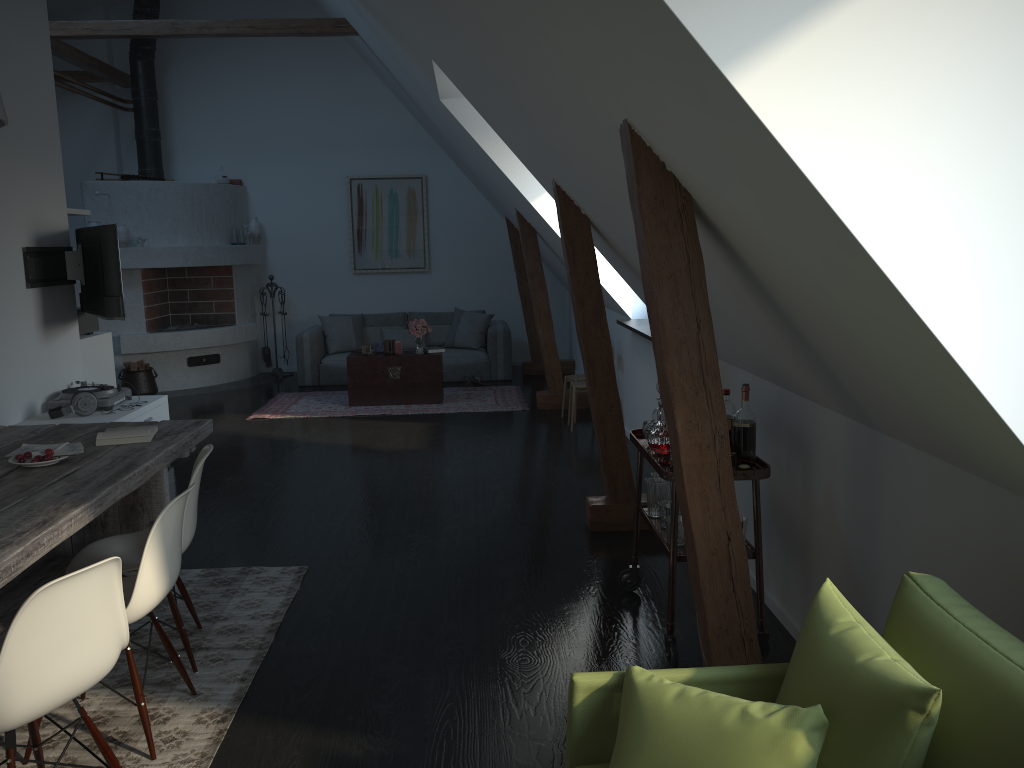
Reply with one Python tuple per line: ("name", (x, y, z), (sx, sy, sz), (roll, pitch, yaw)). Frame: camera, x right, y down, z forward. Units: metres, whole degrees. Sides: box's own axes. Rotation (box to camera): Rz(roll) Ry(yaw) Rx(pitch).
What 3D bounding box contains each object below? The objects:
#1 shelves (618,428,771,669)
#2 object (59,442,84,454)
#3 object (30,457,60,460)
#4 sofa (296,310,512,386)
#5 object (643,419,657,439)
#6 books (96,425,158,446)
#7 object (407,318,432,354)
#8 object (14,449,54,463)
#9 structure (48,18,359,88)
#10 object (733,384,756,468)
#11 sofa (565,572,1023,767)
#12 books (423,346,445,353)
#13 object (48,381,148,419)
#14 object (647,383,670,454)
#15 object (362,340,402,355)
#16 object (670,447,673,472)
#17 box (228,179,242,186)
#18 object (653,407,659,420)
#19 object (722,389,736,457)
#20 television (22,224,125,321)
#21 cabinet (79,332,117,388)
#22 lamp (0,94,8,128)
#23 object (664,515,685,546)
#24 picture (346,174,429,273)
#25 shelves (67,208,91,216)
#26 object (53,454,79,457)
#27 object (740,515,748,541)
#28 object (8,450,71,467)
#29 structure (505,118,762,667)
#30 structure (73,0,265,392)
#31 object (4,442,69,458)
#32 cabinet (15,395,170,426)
("shelves", (0.726, 0.612, 3.536), (0.438, 0.732, 0.803), (-2, 9, -6))
("object", (-1.757, 0.254, 3.428), (0.182, 0.014, 0.185), (-6, 10, -28))
("object", (-1.712, 0.273, 3.251), (0.110, 0.011, 0.058), (-1, 9, 1))
("sofa", (-1.244, -0.463, 10.540), (2.458, 0.770, 1.107), (-2, 9, -3))
("object", (0.651, 0.205, 3.624), (0.245, 0.092, 0.151), (3, 10, 26))
("books", (-1.584, 0.202, 3.656), (0.202, 0.042, 0.251), (-4, 9, -14))
("object", (-0.925, -0.484, 8.818), (0.234, 0.351, 0.235), (-9, 12, -42))
("object", (-1.741, 0.267, 3.237), (0.132, 0.034, 0.144), (-7, 10, -30))
("structure", (-4.476, -3.006, 5.434), (10.230, 3.562, 15.910), (-1, 9, 3))
("object", (0.854, 0.151, 3.252), (0.081, 0.308, 0.081), (-3, 9, -11))
("sofa", (0.611, 0.968, 0.995), (0.898, 0.825, 2.093), (-2, 9, -4))
("books", (-0.798, -0.345, 8.932), (0.179, 0.034, 0.243), (-5, 10, -24))
("object", (-2.790, 0.088, 5.955), (0.558, 0.162, 0.742), (-2, 9, -5))
("object", (0.589, 0.129, 3.476), (0.114, 0.292, 0.114), (-7, 10, -30))
("object", (-1.279, -0.372, 8.851), (0.413, 0.138, 0.215), (0, 9, 9))
("object", (0.620, 0.213, 3.187), (0.101, 0.211, 0.101), (1, 9, 12))
("box", (-3.411, -2.444, 10.781), (0.229, 0.078, 0.127), (-2, 9, -3))
("object", (0.648, 0.124, 3.771), (0.087, 0.206, 0.087), (2, 10, 22))
("object", (0.831, 0.147, 3.444), (0.067, 0.257, 0.099), (-1, 9, 2))
("television", (-3.078, -0.747, 6.052), (0.537, 0.652, 1.005), (-8, 11, -37))
("cabinet", (-3.586, 0.100, 6.795), (0.869, 0.921, 0.638), (-2, 9, -3))
("lamp", (-1.958, -2.178, 2.414), (0.757, 2.813, 0.697), (-10, 12, -42))
("object", (0.623, 0.556, 3.357), (0.092, 0.099, 0.092), (-5, 10, -25))
("picture", (-1.538, -1.987, 11.016), (0.965, 1.185, 0.025), (-2, 9, -3))
("shelves", (-3.993, -1.241, 6.471), (1.604, 0.038, 0.478), (-2, 9, -3))
("object", (-1.674, 0.264, 3.257), (0.194, 0.022, 0.019), (1, 9, 13))
("object", (0.822, 0.553, 3.279), (0.095, 0.119, 0.095), (-9, 12, -40))
("object", (-1.728, 0.277, 3.250), (0.205, 0.024, 0.205), (-3, 9, -10))
("structure", (0.735, -0.141, 4.444), (1.023, 1.963, 12.350), (-2, 9, -3))
("structure", (-4.626, -2.394, 10.721), (3.058, 4.752, 3.049), (0, 9, 6))
("object", (-1.841, 0.253, 3.440), (0.182, 0.016, 0.179), (-3, 9, -8))
("cabinet", (-2.774, 0.421, 5.974), (0.623, 0.507, 1.069), (-2, 9, -3))
